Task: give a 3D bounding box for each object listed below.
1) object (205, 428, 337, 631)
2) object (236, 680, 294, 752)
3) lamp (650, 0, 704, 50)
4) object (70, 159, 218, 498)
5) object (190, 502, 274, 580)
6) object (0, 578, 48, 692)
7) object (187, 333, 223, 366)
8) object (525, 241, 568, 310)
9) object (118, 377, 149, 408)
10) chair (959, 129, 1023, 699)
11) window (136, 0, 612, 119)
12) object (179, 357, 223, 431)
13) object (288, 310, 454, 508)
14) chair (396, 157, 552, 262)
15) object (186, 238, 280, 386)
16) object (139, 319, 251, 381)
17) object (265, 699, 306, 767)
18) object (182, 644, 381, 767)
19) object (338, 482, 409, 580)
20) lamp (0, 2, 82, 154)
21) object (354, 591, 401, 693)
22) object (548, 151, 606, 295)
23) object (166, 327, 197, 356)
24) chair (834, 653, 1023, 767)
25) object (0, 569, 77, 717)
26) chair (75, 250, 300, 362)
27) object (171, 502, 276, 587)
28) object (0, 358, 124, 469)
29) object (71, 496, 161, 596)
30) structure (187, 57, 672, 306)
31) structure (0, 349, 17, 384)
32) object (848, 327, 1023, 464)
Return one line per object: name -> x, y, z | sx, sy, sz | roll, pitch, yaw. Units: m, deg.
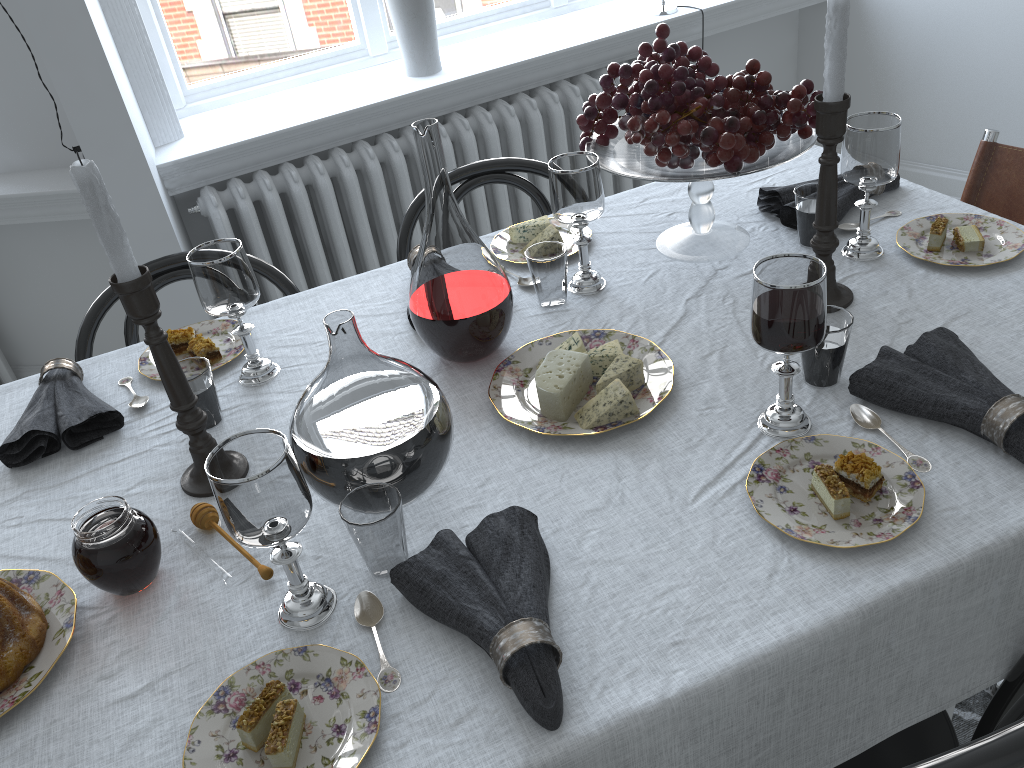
object -> -0.234, 0.153, 0.892 | 0.083, 0.215, 0.083 | 2, 35, 17
object -> -0.229, 0.306, 0.822 | 0.021, 0.037, 0.057 | 11, 39, 28
lamp -> 0.490, -1.318, 2.901 | 0.335, 1.331, 0.335 | -8, 34, 3
object -> -0.423, -0.056, 1.052 | 0.089, 0.432, 0.089 | 14, 40, 31
object -> -0.328, 0.181, 1.033 | 0.031, 0.031, 0.167 | -34, 41, -32
object -> -0.594, 0.268, 0.919 | 0.164, 0.105, 0.191 | 11, 39, 29
object -> -0.494, -0.055, 1.420 | 0.038, 0.041, 0.057 | -29, 38, -26
object -> 0.059, -0.168, 1.395 | 0.066, 0.094, 0.066 | 6, 37, 22
object -> -0.589, 0.013, 1.372 | 0.031, 0.012, 0.131 | -29, 38, -26
chair -> 0.904, 0.041, 1.715 | 0.593, 0.837, 0.546 | -27, 37, -24
window -> -0.285, -2.032, 2.498 | 2.079, 2.080, 0.061 | -22, 36, -18
object -> -0.444, 0.018, 1.252 | 0.066, 0.094, 0.066 | -7, 34, 4
object -> -0.172, 0.027, 1.034 | 0.194, 0.245, 0.194 | -11, 34, -1
chair -> 0.055, 0.055, 1.851 | 0.463, 0.909, 0.564 | -13, 34, -5
object -> -0.405, -0.101, 1.312 | 0.083, 0.215, 0.083 | 2, 35, 17
object -> -0.516, -0.053, 1.449 | 0.182, 0.013, 0.182 | -1, 35, 13
object -> -0.205, 0.315, 0.802 | 0.021, 0.037, 0.057 | -7, 34, 5
object -> -0.210, 0.320, 0.820 | 0.182, 0.013, 0.182 | 8, 38, 25
object -> -0.143, 0.163, 0.959 | 0.066, 0.094, 0.066 | -7, 34, 4
lamp -> -1.272, -0.952, 1.981 | 0.312, 0.977, 0.131 | -15, 34, -8
object -> -0.135, 0.256, 0.894 | 0.031, 0.012, 0.131 | -19, 35, -14
object -> 0.108, -0.248, 1.395 | 0.083, 0.215, 0.083 | -4, 34, 9
object -> -0.545, -0.073, 1.462 | 0.051, 0.039, 0.036 | -14, 34, -6
chair -> 0.384, 0.487, 1.128 | 0.463, 0.909, 0.564 | -25, 37, -21
object -> -0.593, 0.297, 0.950 | 0.251, 0.018, 0.251 | -1, 35, 13
chair -> -0.462, 0.257, 1.687 | 0.463, 0.909, 0.564 | -22, 36, -17
object -> -0.340, 0.186, 1.053 | 0.075, 0.009, 0.150 | -34, 41, -32
object -> -0.705, 0.036, 1.328 | 0.165, 0.061, 0.247 | -31, 39, -28
object -> -0.445, 0.184, 1.001 | 0.091, 0.101, 0.091 | -27, 37, -24
structure -> -0.120, -0.530, 2.940 | 1.710, 0.753, 0.245 | -22, 36, -18
structure -> -2.422, -0.105, 2.911 | 1.673, 0.753, 0.245 | -1, 35, 13
object -> 0.556, 0.002, 1.049 | 0.165, 0.061, 0.247 | -31, 39, -28
